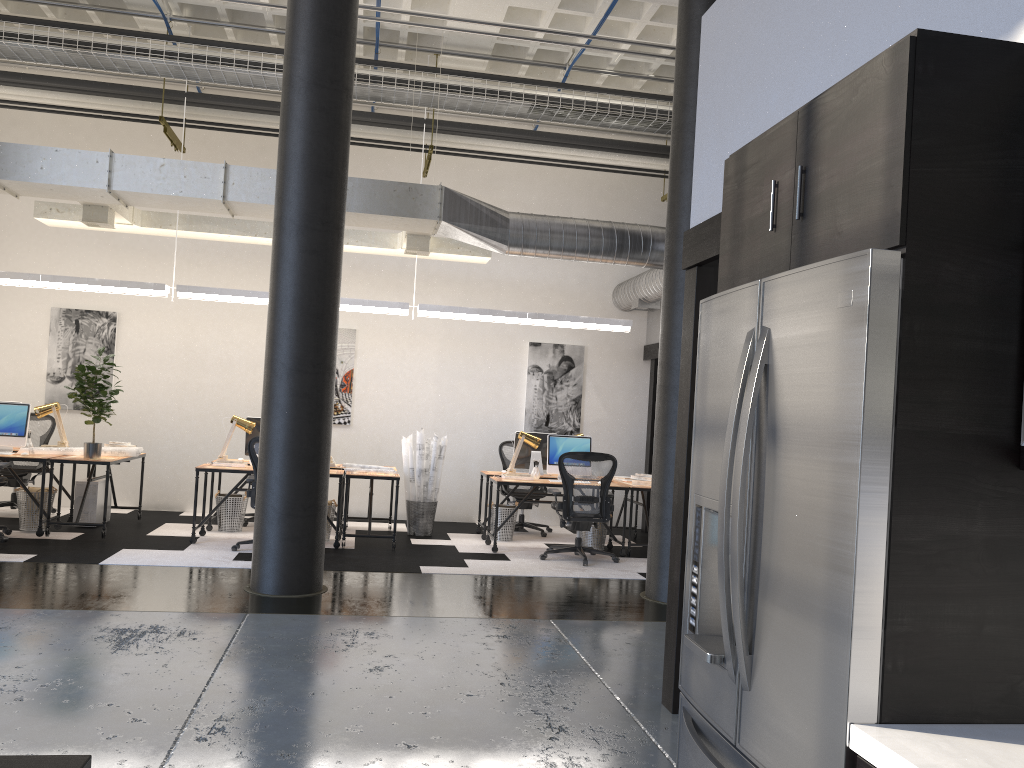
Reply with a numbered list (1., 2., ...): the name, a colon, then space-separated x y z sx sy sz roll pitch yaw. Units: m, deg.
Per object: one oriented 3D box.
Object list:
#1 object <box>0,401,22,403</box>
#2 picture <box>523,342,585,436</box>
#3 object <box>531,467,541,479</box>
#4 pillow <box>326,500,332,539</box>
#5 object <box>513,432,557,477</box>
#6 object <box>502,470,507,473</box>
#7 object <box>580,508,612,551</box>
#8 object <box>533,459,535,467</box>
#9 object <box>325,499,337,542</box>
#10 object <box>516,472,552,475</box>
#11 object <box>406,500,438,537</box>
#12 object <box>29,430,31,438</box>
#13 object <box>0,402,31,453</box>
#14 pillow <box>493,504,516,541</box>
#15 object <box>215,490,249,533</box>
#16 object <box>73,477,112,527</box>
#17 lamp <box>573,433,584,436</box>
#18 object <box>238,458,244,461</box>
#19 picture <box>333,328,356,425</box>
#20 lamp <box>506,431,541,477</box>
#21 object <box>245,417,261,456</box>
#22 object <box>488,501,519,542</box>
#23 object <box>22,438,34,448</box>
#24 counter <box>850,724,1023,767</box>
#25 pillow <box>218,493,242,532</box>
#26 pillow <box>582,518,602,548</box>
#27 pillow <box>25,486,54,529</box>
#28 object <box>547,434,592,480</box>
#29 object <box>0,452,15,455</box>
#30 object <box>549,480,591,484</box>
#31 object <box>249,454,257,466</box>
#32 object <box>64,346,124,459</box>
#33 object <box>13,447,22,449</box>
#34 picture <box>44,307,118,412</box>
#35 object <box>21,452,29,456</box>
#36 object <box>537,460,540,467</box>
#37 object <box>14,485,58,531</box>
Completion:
1. object: -5.220 0.411 8.953 0.484 0.485 0.190 4 -1 -9
2. picture: 0.538 0.077 11.355 0.731 1.183 0.049 4 -1 -9
3. object: 0.253 0.950 9.458 0.101 0.126 0.101 2 -2 36
4. pillow: -1.976 1.393 9.098 0.239 0.406 0.119 4 -1 -9
5. object: 0.261 0.787 9.936 0.484 0.485 0.190 4 -1 -9
6. object: -0.088 0.998 10.109 0.059 0.029 0.106 4 -2 -8
7. object: 0.878 1.562 9.539 0.359 0.435 0.353 4 -1 -13
8. object: 0.241 0.908 9.456 0.008 0.207 0.054 4 -1 -44
9. object: -1.967 1.377 9.020 0.359 0.435 0.353 4 -1 -13
10. object: 0.236 1.026 10.155 0.439 0.017 0.118 4 -2 -9
11. object: -1.013 1.490 9.848 0.353 0.398 0.353 2 -2 36
12. object: -4.872 0.569 8.950 0.008 0.207 0.054 4 -1 -44
13. object: -4.875 0.416 8.475 0.484 0.485 0.190 4 -1 -9
14. pillow: -0.091 1.525 9.751 0.239 0.406 0.119 4 -1 -9
15. object: -2.944 1.329 9.310 0.359 0.435 0.353 4 -1 -13
16. object: -4.338 1.214 9.190 0.221 0.455 0.544 4 -1 -9
17. lamp: 0.746 0.792 10.105 0.344 0.470 0.128 4 -1 -9
18. object: -2.933 0.814 9.590 0.059 0.029 0.106 4 -2 -8
19. picture: -2.317 -0.106 10.879 0.731 1.183 0.049 4 -1 -9
20. lamp: 0.125 0.729 9.288 0.344 0.470 0.126 4 -1 -9
21. object: -2.584 0.602 9.416 0.484 0.485 0.190 4 -1 -9
22. object: -0.099 1.513 9.829 0.359 0.435 0.353 4 -1 -13
23. object: -4.888 0.610 8.946 0.101 0.126 0.101 2 -2 36
24. counter: 1.030 0.660 1.233 0.676 0.047 0.919 4 -2 -9
25. pillow: -2.937 1.340 9.231 0.239 0.406 0.119 4 -1 -9
26. pillow: 0.869 1.577 9.617 0.239 0.406 0.119 4 -1 -9
27. pillow: -4.612 1.201 8.634 0.239 0.406 0.119 4 -1 -9
28. object: 0.606 0.792 9.457 0.484 0.485 0.190 4 -1 -9
29. object: -4.878 0.641 8.247 0.439 0.017 0.118 4 -2 -9
30. object: 0.604 1.018 9.230 0.439 0.017 0.118 4 -2 -9
31. object: -2.592 0.766 8.939 0.101 0.126 0.101 2 -2 36
32. object: -3.968 0.171 8.400 0.514 1.077 0.438 4 -1 -19
33. object: -5.245 0.650 9.173 0.439 0.017 0.118 4 -2 -9
34. picture: -5.058 -0.282 10.422 0.731 1.183 0.049 4 -1 -9
35. object: -4.553 0.656 8.294 0.059 0.029 0.106 4 -2 -8
36. object: 0.267 0.909 9.468 0.054 0.207 0.008 4 -1 -26
37. object: -4.603 1.185 8.556 0.359 0.435 0.353 4 -1 -13
